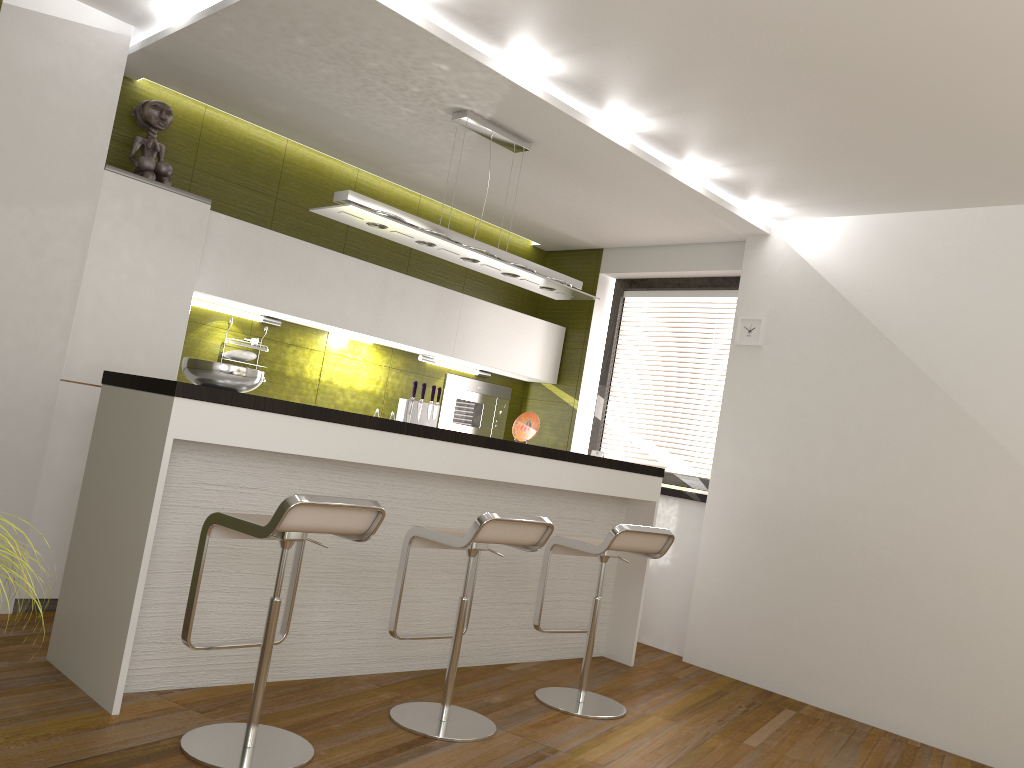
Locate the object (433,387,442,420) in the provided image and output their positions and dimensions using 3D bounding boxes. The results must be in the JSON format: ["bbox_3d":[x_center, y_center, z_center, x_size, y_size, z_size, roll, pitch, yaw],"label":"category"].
[{"bbox_3d":[-0.515,0.134,6.049,0.013,0.231,0.040,5,-6,45],"label":"object"}]

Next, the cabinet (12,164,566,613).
[{"bbox_3d":[-1.120,0.270,5.519,0.724,2.089,3.471,5,-6,45],"label":"cabinet"}]

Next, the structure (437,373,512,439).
[{"bbox_3d":[-0.268,0.210,6.500,0.015,0.469,0.663,5,-6,45],"label":"structure"}]

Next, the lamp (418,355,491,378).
[{"bbox_3d":[-0.396,-0.120,6.291,0.095,0.041,0.716,6,-6,45],"label":"lamp"}]

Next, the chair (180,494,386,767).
[{"bbox_3d":[-0.766,0.761,2.886,0.460,0.857,0.418,6,-5,40],"label":"chair"}]

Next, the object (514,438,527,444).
[{"bbox_3d":[0.073,0.279,4.995,0.088,0.131,0.072,6,-5,40],"label":"object"}]

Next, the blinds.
[{"bbox_3d":[1.520,-2.199,10.492,16.000,12.704,9.030,10,-4,-5],"label":"blinds"}]

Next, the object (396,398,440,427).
[{"bbox_3d":[-0.641,0.233,5.989,0.107,0.227,0.293,5,-6,45],"label":"object"}]

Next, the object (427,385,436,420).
[{"bbox_3d":[-0.550,0.127,6.013,0.013,0.243,0.036,5,-6,45],"label":"object"}]

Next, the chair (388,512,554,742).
[{"bbox_3d":[-0.184,0.904,3.484,0.460,0.857,0.418,5,-6,45],"label":"chair"}]

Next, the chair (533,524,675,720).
[{"bbox_3d":[0.398,1.047,4.082,0.418,0.857,0.460,13,-5,-40],"label":"chair"}]

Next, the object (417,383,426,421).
[{"bbox_3d":[-0.613,0.122,5.949,0.013,0.264,0.042,5,-6,45],"label":"object"}]

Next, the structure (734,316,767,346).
[{"bbox_3d":[1.465,-0.325,5.450,0.180,0.180,0.026,5,-6,45],"label":"structure"}]

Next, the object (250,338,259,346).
[{"bbox_3d":[-1.504,-0.243,5.172,0.046,0.053,0.051,11,-4,-13],"label":"object"}]

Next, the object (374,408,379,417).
[{"bbox_3d":[-0.879,0.216,5.738,0.059,0.121,0.059,10,-4,1],"label":"object"}]

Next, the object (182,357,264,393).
[{"bbox_3d":[-1.149,-0.024,3.512,0.311,0.105,0.311,12,-5,-32],"label":"object"}]

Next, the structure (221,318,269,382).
[{"bbox_3d":[-1.537,-0.190,5.130,0.110,0.346,0.266,5,-6,45],"label":"structure"}]

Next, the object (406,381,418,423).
[{"bbox_3d":[-0.674,0.145,5.891,0.013,0.339,0.046,5,-6,45],"label":"object"}]

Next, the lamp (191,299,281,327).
[{"bbox_3d":[-1.639,-0.422,5.060,0.041,0.041,0.715,5,-6,45],"label":"lamp"}]

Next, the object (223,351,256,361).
[{"bbox_3d":[-1.554,-0.158,5.068,0.173,0.052,0.181,5,-6,45],"label":"object"}]

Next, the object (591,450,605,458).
[{"bbox_3d":[0.597,0.559,6.287,0.106,0.169,0.057,6,-5,39],"label":"object"}]

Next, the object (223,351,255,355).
[{"bbox_3d":[-1.555,-0.161,5.069,0.173,0.052,0.181,5,-6,45],"label":"object"}]

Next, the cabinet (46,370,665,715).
[{"bbox_3d":[-0.459,0.774,4.268,0.663,1.134,2.947,5,-6,45],"label":"cabinet"}]

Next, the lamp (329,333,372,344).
[{"bbox_3d":[-1.033,-0.291,5.699,0.008,0.008,0.334,5,-6,45],"label":"lamp"}]

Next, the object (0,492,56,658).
[{"bbox_3d":[-1.207,0.570,1.641,0.585,0.904,0.606,9,-4,14],"label":"object"}]

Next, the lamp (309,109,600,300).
[{"bbox_3d":[-0.151,-0.949,4.431,0.326,0.683,1.677,5,-6,45],"label":"lamp"}]

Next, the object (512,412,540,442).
[{"bbox_3d":[0.079,0.242,4.999,0.184,0.178,0.055,6,-6,41],"label":"object"}]

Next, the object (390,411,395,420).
[{"bbox_3d":[-0.792,0.239,5.844,0.059,0.121,0.059,9,-4,12],"label":"object"}]

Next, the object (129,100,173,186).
[{"bbox_3d":[-1.839,-1.232,4.559,0.304,0.488,0.195,6,-6,43],"label":"object"}]

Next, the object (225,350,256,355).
[{"bbox_3d":[-1.555,-0.164,5.069,0.173,0.052,0.181,5,-6,45],"label":"object"}]
